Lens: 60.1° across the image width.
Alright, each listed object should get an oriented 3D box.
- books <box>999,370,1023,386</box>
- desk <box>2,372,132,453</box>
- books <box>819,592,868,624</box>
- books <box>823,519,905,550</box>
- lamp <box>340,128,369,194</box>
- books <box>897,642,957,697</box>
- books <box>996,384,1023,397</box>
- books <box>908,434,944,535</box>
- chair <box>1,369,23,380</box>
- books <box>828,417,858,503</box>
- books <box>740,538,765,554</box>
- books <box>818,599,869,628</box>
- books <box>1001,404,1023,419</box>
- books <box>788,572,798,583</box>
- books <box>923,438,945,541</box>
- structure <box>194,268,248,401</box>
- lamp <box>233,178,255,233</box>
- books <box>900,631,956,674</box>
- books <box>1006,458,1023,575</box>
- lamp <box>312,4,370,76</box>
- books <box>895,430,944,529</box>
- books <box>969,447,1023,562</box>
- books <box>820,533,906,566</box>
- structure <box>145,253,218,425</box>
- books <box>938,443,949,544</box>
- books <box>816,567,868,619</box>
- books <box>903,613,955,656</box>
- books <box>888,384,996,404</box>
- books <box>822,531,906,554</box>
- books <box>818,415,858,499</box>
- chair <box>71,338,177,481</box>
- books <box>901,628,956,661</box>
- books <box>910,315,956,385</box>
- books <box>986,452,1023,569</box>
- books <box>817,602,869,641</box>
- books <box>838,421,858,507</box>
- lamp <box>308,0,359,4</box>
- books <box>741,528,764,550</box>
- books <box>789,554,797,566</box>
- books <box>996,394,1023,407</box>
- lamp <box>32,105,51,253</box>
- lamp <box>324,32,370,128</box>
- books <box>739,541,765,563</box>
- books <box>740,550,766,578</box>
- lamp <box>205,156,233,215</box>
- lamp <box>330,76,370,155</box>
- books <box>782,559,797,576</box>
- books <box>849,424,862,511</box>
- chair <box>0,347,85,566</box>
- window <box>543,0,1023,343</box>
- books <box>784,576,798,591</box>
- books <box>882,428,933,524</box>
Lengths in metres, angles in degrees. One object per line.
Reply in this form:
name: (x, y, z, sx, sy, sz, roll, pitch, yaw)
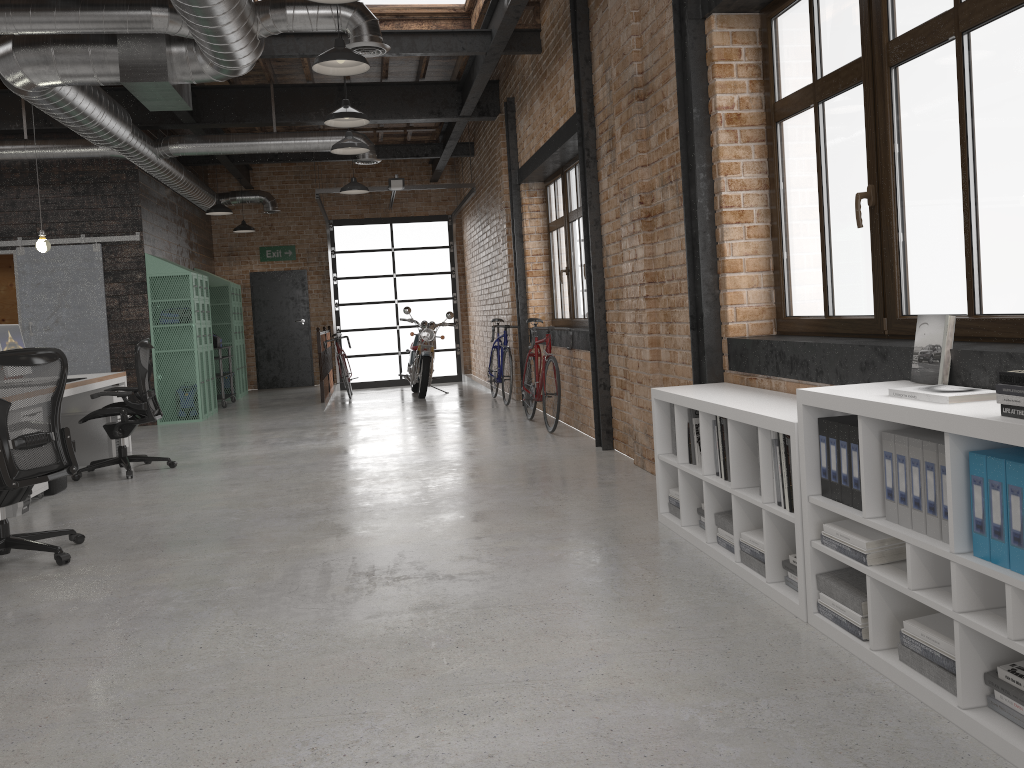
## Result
books: (1.263, -0.013, 1.992, 0.191, 0.028, 0.240, -4, 5, -7)
desk: (-4.403, 0.531, 5.789, 2.313, 0.768, 5.121, -4, 5, -9)
books: (1.146, 0.696, 2.835, 0.214, 0.046, 0.252, -4, 5, -9)
books: (1.139, 0.460, 2.781, 0.214, 0.046, 0.252, -4, 5, -9)
lamp: (-1.966, -2.787, 10.898, 0.362, 0.855, 0.362, -5, 3, -32)
books: (1.239, 0.764, 2.424, 0.217, 0.072, 0.290, -4, 5, -9)
books: (1.269, 0.013, 1.985, 0.212, 0.023, 0.259, -4, 5, -9)
books: (1.225, 0.270, 2.453, 0.232, 0.261, 0.062, -4, 2, -9)
chair: (-6.634, 0.177, 11.728, 0.618, 0.776, 0.581, -4, 3, -14)
books: (1.151, 0.240, 2.872, 0.232, 0.261, 0.062, -4, 2, -9)
books: (1.044, 0.614, 3.452, 0.219, 0.039, 0.261, -4, 5, -9)
books: (1.147, 0.714, 2.840, 0.219, 0.034, 0.260, -4, 5, -9)
books: (1.271, 0.063, 1.986, 0.191, 0.032, 0.259, -4, 5, -7)
books: (1.112, 0.692, 3.151, 0.164, 0.047, 0.239, -4, 5, -8)
books: (1.235, 0.275, 2.389, 0.232, 0.261, 0.062, -4, 2, -9)
structure: (-4.697, -0.824, 14.400, 0.557, 2.096, 1.119, -4, 2, -9)
lamp: (-4.450, -3.177, 14.565, 0.362, 1.336, 0.362, -5, 2, -32)
books: (1.231, 0.714, 2.414, 0.207, 0.067, 0.276, -4, 5, -9)
books: (1.276, 0.299, 2.059, 0.232, 0.261, 0.062, -4, 2, -9)
lamp: (-1.094, -2.401, 5.527, 0.361, 0.855, 0.363, -3, 2, 13)
books: (1.215, 0.266, 2.517, 0.232, 0.261, 0.062, -4, 2, -9)
books: (1.255, 0.290, 2.186, 0.232, 0.261, 0.062, -4, 2, -9)
books: (1.137, 0.503, 2.794, 0.207, 0.061, 0.275, -4, 5, -9)
structure: (-4.205, -0.605, 11.368, 0.557, 2.096, 1.119, -4, 2, -9)
books: (1.246, 0.279, 2.324, 0.232, 0.261, 0.062, -4, 2, -9)
books: (1.145, 0.658, 2.853, 0.217, 0.078, 0.291, -4, 5, -9)
books: (1.232, 0.671, 2.401, 0.214, 0.051, 0.252, -4, 5, -9)
books: (1.227, 0.028, 2.513, 0.174, 0.021, 0.274, -4, 5, -9)
books: (1.140, 0.477, 2.786, 0.219, 0.034, 0.260, -4, 5, -9)
books: (1.140, 0.236, 2.935, 0.232, 0.261, 0.062, -4, 2, -9)
chair: (-3.184, 0.183, 7.191, 0.794, 1.084, 0.770, -5, 3, -30)
books: (1.233, 0.688, 2.406, 0.219, 0.039, 0.261, -4, 5, -9)
books: (1.361, -0.111, 2.867, 0.065, 0.223, 0.161, -4, 3, -9)
books: (1.265, 0.295, 2.123, 0.232, 0.261, 0.062, -4, 2, -9)
books: (1.144, 0.739, 2.849, 0.207, 0.061, 0.275, -4, 5, -9)
books: (1.161, 0.245, 2.808, 0.232, 0.261, 0.062, -4, 2, -9)
lamp: (-0.898, -2.559, 4.214, 0.362, 1.360, 0.362, -5, 2, -36)
books: (1.043, 0.596, 3.447, 0.214, 0.051, 0.252, -4, 5, -9)
books: (1.130, 0.630, 3.140, 0.199, 0.054, 0.240, -4, 5, -8)
books: (1.261, 0.036, 1.992, 0.191, 0.023, 0.242, -4, 5, -11)
lamp: (-4.209, -2.002, 7.835, 0.123, 1.675, 0.123, -4, 2, -11)
lamp: (-1.358, -2.763, 7.050, 0.362, 1.360, 0.362, -4, 2, -2)
books: (1.041, 0.640, 3.460, 0.207, 0.067, 0.276, -4, 5, -9)
books: (1.050, 0.690, 3.470, 0.217, 0.072, 0.290, -4, 5, -9)
lamp: (-4.055, -3.002, 12.128, 0.362, 1.336, 0.362, -5, 2, -32)
lamp: (-1.536, -2.596, 8.247, 0.362, 0.855, 0.363, -3, 2, 8)
books: (1.132, 0.661, 3.166, 0.222, 0.055, 0.282, -4, 5, -8)
books: (1.171, 0.250, 2.744, 0.232, 0.261, 0.062, -4, 2, -9)
chair: (-2.619, 0.372, 4.463, 0.792, 1.084, 0.772, -4, 3, 0)
window: (1.094, -1.175, 5.851, 0.147, 1.687, 8.652, -4, 5, -9)
books: (1.119, 0.719, 3.167, 0.184, 0.049, 0.262, -4, 5, -8)
books: (1.204, 0.261, 2.579, 0.232, 0.261, 0.062, -4, 2, -9)
